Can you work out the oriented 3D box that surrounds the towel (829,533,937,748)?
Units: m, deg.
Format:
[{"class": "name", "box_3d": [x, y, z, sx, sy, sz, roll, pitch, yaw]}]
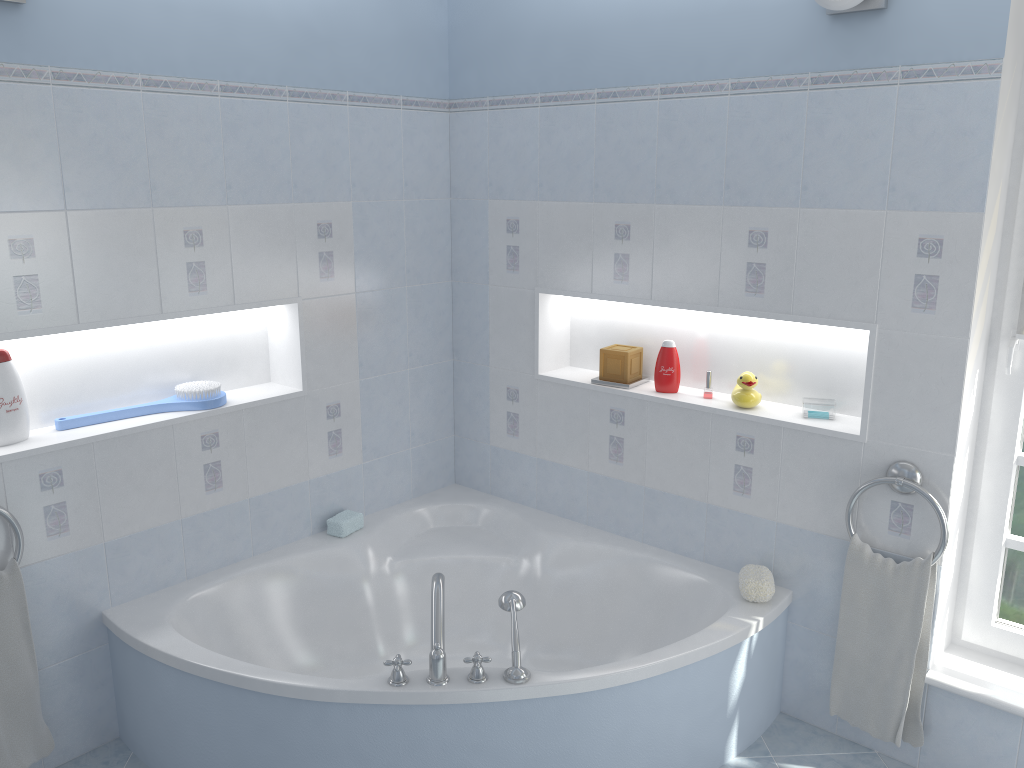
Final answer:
[{"class": "towel", "box_3d": [1.114, 0.770, 2.656, 0.280, 0.635, 0.083, 12, 18, 40]}]

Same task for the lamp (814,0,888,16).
[{"class": "lamp", "box_3d": [0.881, -1.083, 2.346, 0.180, 0.180, 0.216, 12, 18, 40]}]

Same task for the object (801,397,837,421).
[{"class": "object", "box_3d": [0.980, 0.079, 2.833, 0.102, 0.053, 0.072, 4, 14, 16]}]

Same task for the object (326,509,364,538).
[{"class": "object", "box_3d": [-0.630, 0.527, 3.354, 0.081, 0.059, 0.128, 7, 15, 27]}]

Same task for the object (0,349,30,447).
[{"class": "object", "box_3d": [-1.455, 0.037, 2.540, 0.063, 0.276, 0.134, 7, 15, 29]}]

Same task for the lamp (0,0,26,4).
[{"class": "lamp", "box_3d": [-1.256, -1.044, 2.181, 0.216, 0.180, 0.180, 12, 18, 40]}]

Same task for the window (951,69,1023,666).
[{"class": "window", "box_3d": [1.659, -0.133, 2.298, 0.758, 2.067, 0.142, 12, 18, 40]}]

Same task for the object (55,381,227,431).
[{"class": "object", "box_3d": [-1.202, 0.060, 2.887, 0.534, 0.065, 0.172, -9, 16, -33]}]

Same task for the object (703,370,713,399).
[{"class": "object", "box_3d": [0.680, 0.002, 3.068, 0.030, 0.096, 0.030, 3, 14, 13]}]

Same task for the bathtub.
[{"class": "bathtub", "box_3d": [-0.185, 0.815, 2.858, 1.596, 0.670, 1.578, 12, 18, 40]}]

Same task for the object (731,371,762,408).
[{"class": "object", "box_3d": [0.781, 0.015, 2.955, 0.095, 0.122, 0.132, 1, 13, 6]}]

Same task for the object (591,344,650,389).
[{"class": "object", "box_3d": [0.405, -0.070, 3.293, 0.160, 0.130, 0.160, 10, 16, 35]}]

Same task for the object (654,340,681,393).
[{"class": "object", "box_3d": [0.551, -0.062, 3.138, 0.092, 0.190, 0.044, 4, 14, 15]}]

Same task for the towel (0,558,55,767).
[{"class": "towel", "box_3d": [-1.452, 0.815, 2.470, 0.101, 0.634, 0.280, 11, 17, 38]}]

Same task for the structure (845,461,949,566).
[{"class": "structure", "box_3d": [1.124, 0.390, 2.586, 0.291, 0.332, 0.051, 12, 18, 40]}]

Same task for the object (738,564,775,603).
[{"class": "object", "box_3d": [0.786, 0.640, 2.849, 0.105, 0.077, 0.165, 3, 14, 12]}]

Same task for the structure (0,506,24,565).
[{"class": "structure", "box_3d": [-1.482, 0.435, 2.396, 0.051, 0.332, 0.291, 12, 18, 40]}]

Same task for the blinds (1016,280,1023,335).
[{"class": "blinds", "box_3d": [1.617, -0.579, 2.150, 0.598, 1.032, 0.046, 12, 18, 40]}]
